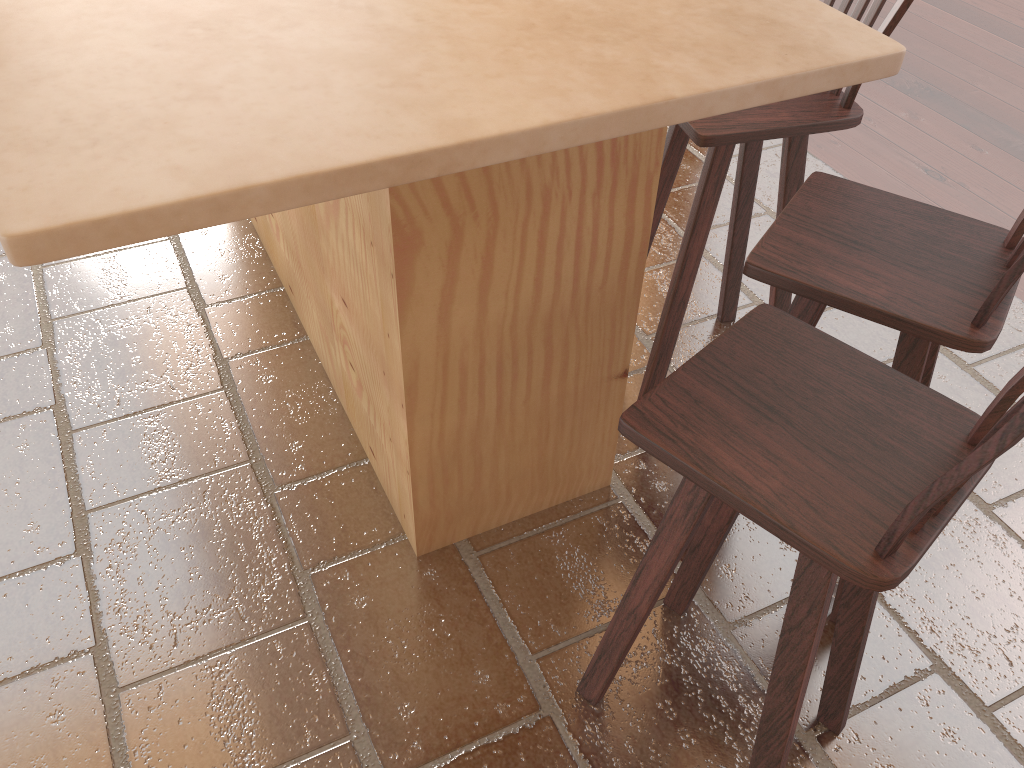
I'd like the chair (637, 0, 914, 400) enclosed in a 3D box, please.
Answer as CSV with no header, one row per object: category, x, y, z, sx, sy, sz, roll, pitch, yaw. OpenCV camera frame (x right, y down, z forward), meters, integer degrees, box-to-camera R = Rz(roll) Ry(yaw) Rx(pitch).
chair,0.574,-0.557,2.219,0.504,1.319,0.406,-10,45,-13

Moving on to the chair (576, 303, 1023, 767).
chair,0.451,0.213,1.396,0.504,1.319,0.406,34,52,29

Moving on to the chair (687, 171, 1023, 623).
chair,0.708,-0.093,1.731,0.504,1.319,0.406,24,48,22

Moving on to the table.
table,-0.689,-0.857,2.532,1.196,1.257,3.220,-17,47,-20
